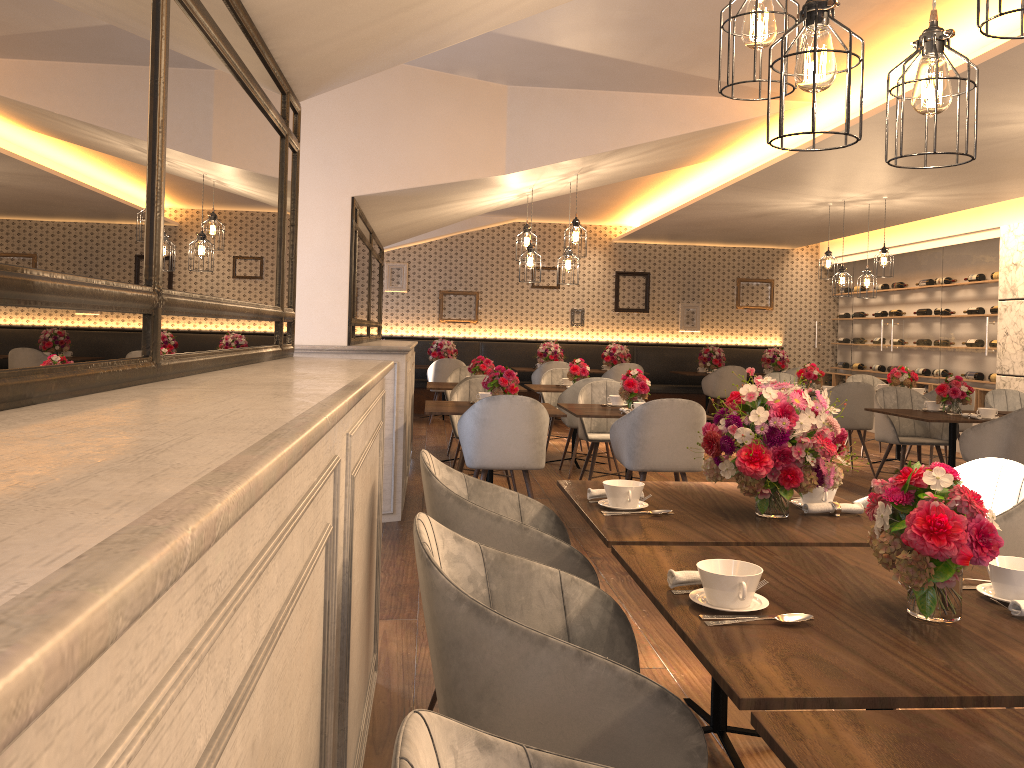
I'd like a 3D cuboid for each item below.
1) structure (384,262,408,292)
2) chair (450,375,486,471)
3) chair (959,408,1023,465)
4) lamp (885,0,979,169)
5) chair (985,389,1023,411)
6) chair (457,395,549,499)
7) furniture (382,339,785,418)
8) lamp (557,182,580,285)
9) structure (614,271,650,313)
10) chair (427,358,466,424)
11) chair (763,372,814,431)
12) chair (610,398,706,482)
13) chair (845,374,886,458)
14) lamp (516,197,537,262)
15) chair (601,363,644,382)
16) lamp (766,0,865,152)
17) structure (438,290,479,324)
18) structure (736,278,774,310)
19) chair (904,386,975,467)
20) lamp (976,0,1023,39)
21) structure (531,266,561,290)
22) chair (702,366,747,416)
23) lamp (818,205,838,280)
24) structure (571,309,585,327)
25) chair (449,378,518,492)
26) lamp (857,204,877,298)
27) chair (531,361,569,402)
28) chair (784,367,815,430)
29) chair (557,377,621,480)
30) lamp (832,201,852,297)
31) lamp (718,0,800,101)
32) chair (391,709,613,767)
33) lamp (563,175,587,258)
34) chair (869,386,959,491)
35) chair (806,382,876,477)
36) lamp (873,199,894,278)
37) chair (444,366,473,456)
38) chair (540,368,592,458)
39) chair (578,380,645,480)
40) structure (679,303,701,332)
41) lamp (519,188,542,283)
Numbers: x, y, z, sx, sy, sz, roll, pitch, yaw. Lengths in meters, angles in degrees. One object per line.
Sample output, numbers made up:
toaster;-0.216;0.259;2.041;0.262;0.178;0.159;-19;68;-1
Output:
structure;-1.736;-1.601;13.274;0.340;0.440;0.034;1;0;-5
chair;-0.258;0.342;7.649;0.565;0.872;0.526;2;1;-5
chair;3.307;0.550;5.788;0.565;0.872;0.526;2;1;-5
lamp;0.959;-1.529;1.972;0.175;2.071;0.175;2;0;-4
chair;4.156;0.493;7.199;0.565;0.872;0.526;2;1;-5
chair;-0.048;0.482;5.335;0.565;0.872;0.526;2;1;-5
furniture;0.704;-0.058;13.217;7.086;1.082;0.541;1;1;-5
lamp;0.483;-1.846;7.202;0.175;2.071;0.175;2;0;-4
structure;1.848;-1.410;13.608;0.544;0.632;0.035;1;0;-5
chair;-0.854;0.087;11.761;0.565;0.872;0.526;2;1;-5
chair;2.977;0.322;9.580;0.565;0.872;0.526;2;1;-5
chair;0.907;0.504;5.422;0.565;0.872;0.526;2;1;-5
chair;3.932;0.343;9.667;0.565;0.872;0.526;2;1;-5
lamp;0.146;-2.059;7.374;0.175;2.071;0.175;2;0;-4
chair;1.511;0.142;11.977;0.565;0.872;0.526;2;1;-5
lamp;0.647;-1.529;1.816;0.175;2.071;0.175;2;0;-4
structure;-0.801;-1.162;13.359;0.601;0.485;0.032;1;0;-5
structure;3.786;-1.398;13.777;0.601;0.485;0.032;1;0;-5
chair;4.037;0.423;8.343;0.565;0.872;0.526;2;1;-5
lamp;0.995;-1.703;1.645;0.175;2.071;0.175;2;0;-4
structure;0.518;-1.617;13.489;0.449;0.345;0.016;1;0;-5
chair;2.920;0.174;12.105;0.565;0.872;0.526;2;1;-5
lamp;3.317;-2.126;9.222;0.175;2.071;0.175;2;0;-4
structure;1.004;-1.009;13.532;0.216;0.277;0.018;1;0;-5
chair;-0.199;0.402;6.655;0.565;0.872;0.526;2;1;-5
lamp;3.654;-1.913;9.050;0.175;2.071;0.175;2;0;-4
chair;0.556;0.120;11.890;0.565;0.872;0.526;2;1;-5
chair;3.875;0.196;12.192;0.565;0.872;0.526;2;1;-5
chair;0.697;0.364;7.736;0.565;0.872;0.526;2;1;-5
lamp;3.342;-1.913;8.894;0.175;2.071;0.175;2;0;-4
lamp;0.623;-1.742;2.144;0.175;2.071;0.175;2;0;-4
chair;0.149;0.753;0.764;0.526;0.872;0.565;2;1;-5
lamp;0.518;-2.019;6.875;0.175;2.071;0.175;2;0;-4
chair;3.201;0.471;7.112;0.565;0.872;0.526;2;1;-5
chair;3.082;0.401;8.256;0.565;0.872;0.526;2;1;-5
lamp;3.689;-2.087;8.723;0.175;2.071;0.175;2;0;-4
chair;-0.410;0.262;8.969;0.565;0.872;0.526;2;1;-5
chair;0.545;0.284;9.056;0.565;0.872;0.526;2;1;-5
chair;0.756;0.424;6.742;0.565;0.872;0.526;2;1;-5
structure;2.754;-1.026;13.684;0.340;0.440;0.034;1;0;-5
lamp;0.171;-1.845;7.047;0.175;2.071;0.175;2;0;-4
